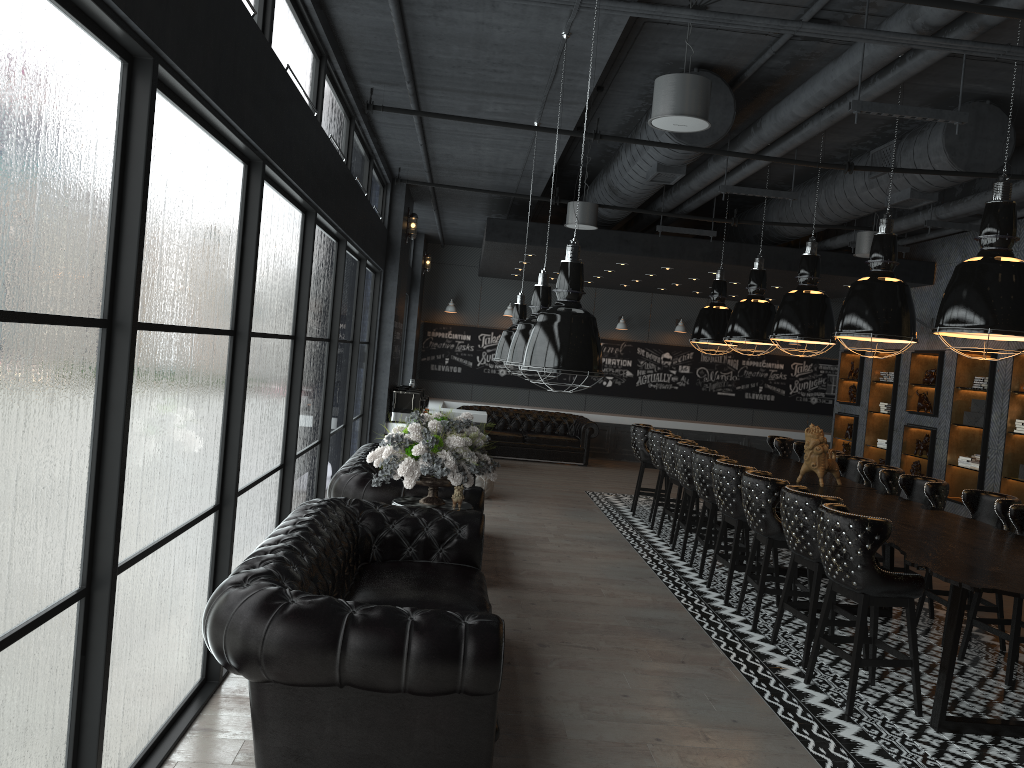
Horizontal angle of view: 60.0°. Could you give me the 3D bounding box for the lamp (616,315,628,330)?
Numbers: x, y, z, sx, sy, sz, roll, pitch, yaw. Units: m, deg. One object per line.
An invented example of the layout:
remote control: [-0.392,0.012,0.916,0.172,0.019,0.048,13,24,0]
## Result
lamp: [2.151,-1.197,17.198,0.244,0.287,0.490,6,2,13]

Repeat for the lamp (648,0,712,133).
lamp: [1.068,-2.091,5.409,0.381,1.029,0.380,5,1,-14]

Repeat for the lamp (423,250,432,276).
lamp: [-1.569,-2.251,16.503,0.139,0.480,0.145,5,1,-3]

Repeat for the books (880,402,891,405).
books: [5.412,0.291,12.650,0.245,0.028,0.193,5,2,-10]

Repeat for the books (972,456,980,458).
books: [5.485,0.860,10.297,0.197,0.020,0.206,5,2,-2]

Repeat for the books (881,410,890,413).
books: [5.412,0.405,12.633,0.245,0.028,0.193,5,2,-7]

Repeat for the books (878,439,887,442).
books: [5.375,0.814,12.669,0.225,0.029,0.179,5,2,-20]

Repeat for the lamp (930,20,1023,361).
lamp: [2.951,-1.293,5.315,0.622,2.302,0.621,6,2,42]

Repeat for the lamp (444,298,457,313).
lamp: [-1.129,-1.511,17.010,0.244,0.287,0.490,6,2,13]

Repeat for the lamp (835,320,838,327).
lamp: [5.083,-0.847,13.690,0.490,0.287,0.243,6,2,13]

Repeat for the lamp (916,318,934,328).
lamp: [5.205,-0.755,11.457,0.490,0.287,0.243,6,2,13]

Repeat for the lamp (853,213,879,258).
lamp: [4.148,-1.974,10.120,0.380,1.045,0.381,6,1,23]

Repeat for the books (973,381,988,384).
books: [5.596,-0.008,10.434,0.193,0.028,0.245,5,2,-12]

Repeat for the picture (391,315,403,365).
picture: [-1.549,-0.575,11.685,0.086,0.634,1.390,5,2,-3]

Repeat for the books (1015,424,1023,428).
books: [5.585,0.467,9.533,0.245,0.028,0.193,5,2,3]

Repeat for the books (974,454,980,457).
books: [5.510,0.840,10.303,0.185,0.024,0.212,5,2,-9]

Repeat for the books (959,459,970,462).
books: [5.514,0.921,10.627,0.243,0.024,0.175,5,2,-4]

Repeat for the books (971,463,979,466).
books: [5.473,0.944,10.308,0.202,0.022,0.228,5,2,0]

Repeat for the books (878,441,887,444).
books: [5.390,0.842,12.677,0.243,0.024,0.175,5,2,-12]

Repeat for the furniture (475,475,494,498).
furniture: [-0.559,1.211,11.085,0.679,0.383,0.679,5,2,-3]

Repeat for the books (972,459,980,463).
books: [5.481,0.902,10.310,0.197,0.023,0.248,6,2,13]

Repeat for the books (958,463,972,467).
books: [5.496,0.973,10.591,0.179,0.034,0.243,4,2,-24]

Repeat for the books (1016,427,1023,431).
books: [5.567,0.495,9.483,0.245,0.028,0.193,5,2,-4]

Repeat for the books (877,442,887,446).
books: [5.366,0.863,12.675,0.166,0.024,0.227,5,2,-17]

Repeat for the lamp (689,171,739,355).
lamp: [2.633,-1.515,11.144,0.622,2.302,0.621,6,2,42]

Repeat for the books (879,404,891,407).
books: [5.398,0.318,12.650,0.245,0.028,0.193,5,2,0]

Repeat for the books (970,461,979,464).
books: [5.469,0.923,10.305,0.205,0.019,0.264,5,2,-4]

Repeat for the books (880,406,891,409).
books: [5.407,0.348,12.631,0.245,0.028,0.193,5,2,-3]

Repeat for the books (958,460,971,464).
books: [5.489,0.943,10.605,0.166,0.024,0.227,4,2,-35]

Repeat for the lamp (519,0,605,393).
lamp: [0.318,-1.037,4.034,0.391,2.153,0.391,6,2,42]

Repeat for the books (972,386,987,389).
books: [5.589,0.047,10.457,0.193,0.028,0.245,5,2,-3]

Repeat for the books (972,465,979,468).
books: [5.471,0.965,10.307,0.158,0.021,0.224,5,2,6]

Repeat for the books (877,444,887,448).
books: [5.373,0.893,12.661,0.179,0.034,0.243,4,2,-34]

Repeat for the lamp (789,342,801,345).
lamp: [5.552,-0.911,17.392,0.244,0.287,0.490,6,2,13]

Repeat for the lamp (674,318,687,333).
lamp: [3.294,-1.149,17.262,0.244,0.287,0.490,6,2,13]

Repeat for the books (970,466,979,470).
books: [5.463,0.985,10.299,0.167,0.023,0.228,5,2,-3]

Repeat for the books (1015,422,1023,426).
books: [5.558,0.437,9.501,0.245,0.028,0.193,6,2,10]

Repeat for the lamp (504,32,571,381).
lamp: [0.237,-1.097,5.516,0.391,2.160,0.391,6,2,42]

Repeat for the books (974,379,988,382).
books: [5.616,-0.036,10.478,0.193,0.028,0.245,5,2,3]

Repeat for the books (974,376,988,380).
books: [5.600,-0.065,10.436,0.193,0.028,0.245,5,2,0]

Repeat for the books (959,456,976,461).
books: [5.499,0.894,10.589,0.225,0.029,0.179,5,2,-18]

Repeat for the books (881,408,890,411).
books: [5.386,0.376,12.591,0.245,0.028,0.193,5,2,6]

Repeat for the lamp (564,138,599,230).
lamp: [0.822,-2.271,9.930,0.381,1.045,0.380,4,2,-35]

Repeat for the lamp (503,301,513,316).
lamp: [-0.013,-1.446,17.073,0.244,0.287,0.490,6,2,13]

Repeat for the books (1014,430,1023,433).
books: [5.563,0.522,9.523,0.245,0.028,0.193,5,2,-10]

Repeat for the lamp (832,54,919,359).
lamp: [2.872,-1.349,6.772,0.622,2.302,0.621,6,2,42]

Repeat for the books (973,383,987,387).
books: [5.582,0.018,10.447,0.193,0.028,0.245,5,2,8]

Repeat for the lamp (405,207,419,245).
lamp: [-1.303,-2.065,11.622,0.139,0.480,0.145,5,1,-3]

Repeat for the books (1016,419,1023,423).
books: [5.580,0.410,9.521,0.245,0.028,0.193,5,2,4]

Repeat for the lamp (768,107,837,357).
lamp: [2.792,-1.404,8.229,0.622,2.302,0.621,6,2,42]

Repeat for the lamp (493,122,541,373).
lamp: [0.118,-1.180,7.690,0.391,2.160,0.391,6,2,42]

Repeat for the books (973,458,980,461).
books: [5.508,0.883,10.294,0.244,0.023,0.247,5,2,-18]

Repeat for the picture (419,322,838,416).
picture: [4.439,-0.095,17.641,12.464,1.103,0.200,5,1,-3]

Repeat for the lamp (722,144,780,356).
lamp: [2.712,-1.459,9.687,0.622,2.302,0.621,6,2,42]
